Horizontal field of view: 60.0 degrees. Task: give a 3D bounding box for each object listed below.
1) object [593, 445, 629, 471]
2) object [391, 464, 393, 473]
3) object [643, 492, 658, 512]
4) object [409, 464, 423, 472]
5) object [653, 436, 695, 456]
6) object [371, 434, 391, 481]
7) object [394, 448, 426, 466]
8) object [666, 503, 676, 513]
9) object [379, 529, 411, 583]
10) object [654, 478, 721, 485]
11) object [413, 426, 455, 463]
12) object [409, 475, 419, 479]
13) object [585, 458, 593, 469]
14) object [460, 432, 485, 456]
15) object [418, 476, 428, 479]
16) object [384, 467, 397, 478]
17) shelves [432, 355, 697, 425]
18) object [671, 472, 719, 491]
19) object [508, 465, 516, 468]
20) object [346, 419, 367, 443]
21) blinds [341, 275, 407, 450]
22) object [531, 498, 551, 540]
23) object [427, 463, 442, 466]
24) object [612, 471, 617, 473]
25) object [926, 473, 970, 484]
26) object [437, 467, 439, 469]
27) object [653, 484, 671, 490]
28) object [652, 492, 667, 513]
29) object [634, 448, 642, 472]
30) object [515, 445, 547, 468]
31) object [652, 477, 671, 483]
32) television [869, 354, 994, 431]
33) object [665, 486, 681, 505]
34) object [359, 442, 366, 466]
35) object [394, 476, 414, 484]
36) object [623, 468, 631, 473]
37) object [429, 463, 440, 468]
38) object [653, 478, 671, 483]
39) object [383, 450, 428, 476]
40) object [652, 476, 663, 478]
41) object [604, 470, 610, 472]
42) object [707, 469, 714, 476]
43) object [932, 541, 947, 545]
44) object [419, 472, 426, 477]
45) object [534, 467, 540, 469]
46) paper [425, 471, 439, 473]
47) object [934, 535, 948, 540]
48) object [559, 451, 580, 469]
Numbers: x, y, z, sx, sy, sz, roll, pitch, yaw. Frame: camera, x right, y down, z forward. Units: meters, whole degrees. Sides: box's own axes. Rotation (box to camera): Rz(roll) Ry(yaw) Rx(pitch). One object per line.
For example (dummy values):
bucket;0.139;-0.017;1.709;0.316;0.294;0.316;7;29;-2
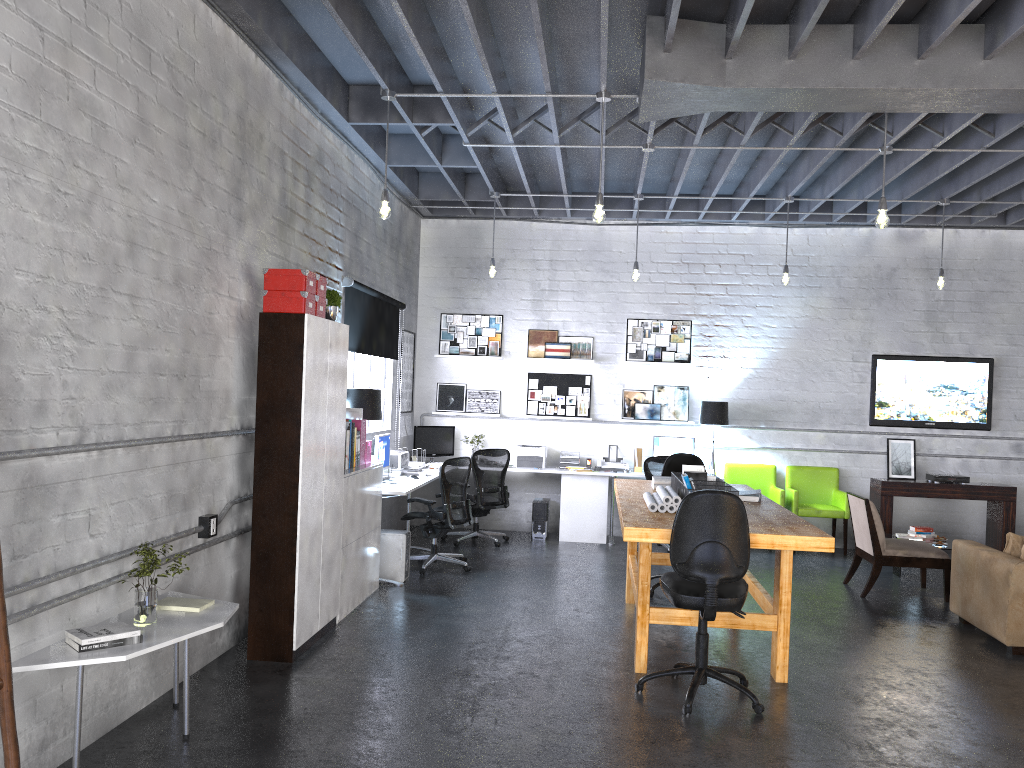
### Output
object;1.141;0.847;10.164;0.405;0.280;0.399;2;0;6
object;-1.137;0.821;8.384;0.013;0.124;0.006;2;0;-20
object;0.901;0.767;5.788;0.057;0.058;0.635;2;-1;6
object;-1.136;0.860;9.148;0.392;0.064;0.259;2;0;6
object;1.838;0.804;10.090;0.465;0.417;0.212;2;0;11
object;-1.240;0.669;8.116;0.212;0.417;0.465;2;0;6
object;-1.095;0.794;9.485;0.324;0.208;0.233;2;0;6
object;1.014;0.771;5.777;0.057;0.058;0.635;2;-1;6
object;-1.123;1.457;7.557;0.478;0.411;0.200;2;0;6
object;1.332;0.747;6.688;0.519;0.047;0.046;2;0;4
object;-0.909;0.697;10.231;0.147;0.427;0.560;2;0;42
object;-0.928;0.874;8.345;0.114;0.036;0.058;2;0;-4
object;0.888;0.916;10.237;0.093;0.116;0.067;2;0;6
object;-0.442;0.748;10.363;0.297;0.363;0.271;2;0;-39
object;-0.856;0.887;8.426;0.119;0.016;0.119;2;-1;23
object;-1.153;0.839;8.404;0.082;0.090;0.090;2;0;31
shelves;0.593;0.060;10.312;3.023;0.694;0.199;2;0;6
object;1.333;0.741;6.487;0.316;0.156;0.306;2;0;6
object;-0.017;0.932;10.017;0.103;0.021;0.131;2;-1;-14
object;-1.268;0.365;6.964;0.214;0.177;0.161;2;0;6
blinds;-1.309;-0.081;8.502;0.100;1.632;2.119;2;0;6
object;0.331;1.537;10.141;0.180;0.411;0.476;2;0;6
object;-0.731;0.901;9.953;0.422;0.028;0.181;3;-1;-34
object;1.138;0.976;9.873;0.017;0.016;0.076;2;0;-34
object;4.807;1.047;9.791;0.370;0.082;0.266;2;0;6
object;-0.807;0.897;9.431;0.058;0.020;0.071;2;-1;-30
object;1.329;0.787;6.674;0.519;0.047;0.047;2;0;6
object;0.958;0.769;5.782;0.058;0.057;0.635;2;-1;6
object;1.442;0.869;10.129;0.087;0.259;0.236;2;0;6
object;0.223;0.836;10.265;0.351;0.235;0.351;2;0;6
object;1.346;0.749;6.835;0.519;0.047;0.046;2;0;6
television;4.714;0.095;9.972;1.324;0.816;0.021;2;0;5
object;1.045;0.723;5.774;0.057;0.057;0.635;2;-1;6
object;-1.274;0.541;6.965;0.214;0.177;0.161;2;0;6
object;-0.981;0.873;8.055;0.181;0.028;0.422;2;-1;-4
object;1.282;0.965;9.874;0.095;0.050;0.095;2;0;-26
object;-0.834;0.882;9.629;0.130;0.049;0.130;2;0;23
object;1.337;0.748;6.744;0.519;0.047;0.046;2;0;6
object;-1.075;0.775;8.715;0.485;0.230;0.420;2;0;6
object;1.351;0.750;6.883;0.519;0.047;0.046;2;0;6
object;1.070;0.975;9.929;0.011;0.011;0.125;2;0;44
object;2.181;0.981;9.741;0.069;0.083;0.090;2;0;5
object;4.199;1.559;8.697;0.137;0.031;0.137;2;-1;31
object;-0.848;0.864;8.429;0.078;0.049;0.062;2;0;-24
object;0.283;0.945;9.951;0.075;0.016;0.017;2;0;31
paper;-0.813;0.903;9.091;0.159;0.001;0.115;2;-1;-6
object;4.361;1.564;9.036;0.151;0.040;0.151;2;-1;23
object;0.668;0.880;10.216;0.229;0.180;0.316;2;0;6
